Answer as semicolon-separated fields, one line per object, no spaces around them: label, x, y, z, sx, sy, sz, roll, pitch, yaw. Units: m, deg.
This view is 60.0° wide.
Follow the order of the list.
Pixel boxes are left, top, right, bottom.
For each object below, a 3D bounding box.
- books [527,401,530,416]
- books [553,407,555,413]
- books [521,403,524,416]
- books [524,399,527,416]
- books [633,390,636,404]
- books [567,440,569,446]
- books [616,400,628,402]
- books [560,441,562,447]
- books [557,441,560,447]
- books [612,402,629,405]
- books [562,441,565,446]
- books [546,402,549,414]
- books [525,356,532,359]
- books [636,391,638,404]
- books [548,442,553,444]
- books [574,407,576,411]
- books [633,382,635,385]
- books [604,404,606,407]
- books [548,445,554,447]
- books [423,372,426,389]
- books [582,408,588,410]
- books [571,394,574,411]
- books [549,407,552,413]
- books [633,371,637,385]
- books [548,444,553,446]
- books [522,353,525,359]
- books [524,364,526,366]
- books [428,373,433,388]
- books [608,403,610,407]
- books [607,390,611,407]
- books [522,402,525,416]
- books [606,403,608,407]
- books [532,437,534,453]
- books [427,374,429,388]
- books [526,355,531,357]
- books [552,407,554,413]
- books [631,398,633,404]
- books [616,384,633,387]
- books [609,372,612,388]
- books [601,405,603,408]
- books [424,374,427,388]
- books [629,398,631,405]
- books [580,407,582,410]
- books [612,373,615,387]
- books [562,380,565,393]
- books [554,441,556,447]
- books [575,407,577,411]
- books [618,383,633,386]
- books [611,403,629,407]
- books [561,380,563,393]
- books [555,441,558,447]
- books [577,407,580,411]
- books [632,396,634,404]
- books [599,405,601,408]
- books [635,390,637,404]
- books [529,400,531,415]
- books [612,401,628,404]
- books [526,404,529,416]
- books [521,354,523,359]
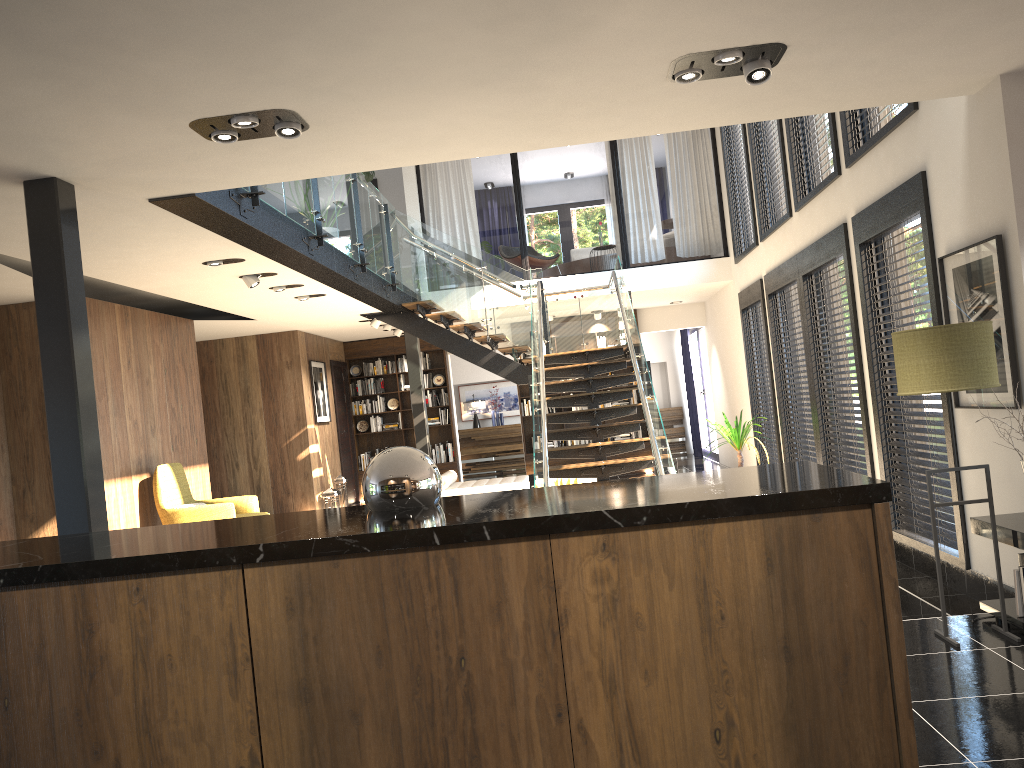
books;0.284;0.405;14.789;0.023;0.245;0.159;-6;-1;4
books;0.704;0.390;14.786;0.022;0.185;0.127;-6;-1;4
books;0.178;0.426;14.808;0.025;0.227;0.156;-6;-1;4
books;0.228;0.392;14.776;0.028;0.282;0.169;-6;-1;4
books;2.014;0.210;14.618;0.026;0.251;0.178;-6;-1;4
books;0.924;0.960;14.717;0.026;0.263;0.156;-6;-1;4
books;1.781;0.281;14.652;0.268;0.022;0.156;-6;-2;0
books;0.811;1.000;14.773;0.023;0.212;0.123;-6;-1;4
books;0.775;0.959;14.755;0.036;0.302;0.186;-6;-1;4
books;1.785;0.325;14.653;0.274;0.022;0.156;-6;-2;1
books;0.856;0.973;14.754;0.075;0.254;0.181;-6;-1;4
books;0.582;0.393;14.768;0.030;0.205;0.170;-6;-1;4
books;0.364;-0.447;14.782;0.268;0.026;0.156;-6;-2;8
books;2.059;0.220;14.654;0.012;0.224;0.097;-6;-1;4
books;0.548;0.992;14.776;0.257;0.024;0.167;-6;-2;4
books;1.029;0.334;14.668;0.023;0.218;0.196;-6;-1;4
books;2.003;-0.087;14.673;0.026;0.219;0.156;-6;-1;4
books;1.531;0.273;14.679;0.025;0.232;0.156;-6;-1;4
books;0.554;1.044;14.771;0.287;0.030;0.176;-6;-2;2
books;-1.482;-0.065;14.909;0.049;0.286;0.259;-6;-1;4
books;1.297;0.403;14.687;0.274;0.025;0.156;-6;-2;1
books;1.001;0.305;14.706;0.030;0.284;0.176;-6;-1;4
books;0.624;0.372;14.746;0.070;0.236;0.206;-6;-1;4
books;2.028;-0.100;14.662;0.028;0.240;0.187;-6;-1;4
books;0.552;1.016;14.786;0.271;0.025;0.156;-6;-2;5
books;0.186;-0.561;14.778;0.028;0.290;0.170;-6;-1;4
books;0.229;-0.229;14.786;0.029;0.254;0.128;-6;-1;4
books;-1.367;-0.059;14.905;0.035;0.251;0.196;-6;-1;4
books;1.584;0.278;14.644;0.026;0.209;0.184;-6;-1;4
books;1.609;0.241;14.653;0.031;0.277;0.168;-6;-1;4
books;0.205;0.418;14.811;0.028;0.237;0.134;-6;-1;4
books;1.558;0.279;14.664;0.029;0.214;0.149;-6;-1;4
books;0.361;1.020;14.801;0.025;0.270;0.156;-6;-1;4
books;-1.405;-0.048;14.923;0.047;0.238;0.225;-6;-1;4
books;0.361;-0.472;14.785;0.273;0.025;0.156;-6;-2;2
books;0.675;0.380;14.745;0.028;0.210;0.169;-6;-1;4
books;1.969;0.235;14.634;0.025;0.212;0.168;-6;-1;4
books;1.866;0.027;14.691;0.266;0.021;0.156;-6;-2;1
books;1.629;-0.067;14.703;0.023;0.261;0.146;-6;-1;4
books;1.479;0.280;14.687;0.037;0.232;0.231;-6;-1;4
books;-1.442;-0.043;14.908;0.025;0.235;0.232;-6;-1;4
books;1.939;0.222;14.625;0.030;0.244;0.176;-6;-1;4
books;1.140;0.302;14.699;0.067;0.261;0.159;-6;-1;4
books;1.680;-0.064;14.714;0.025;0.243;0.119;-6;-1;4
books;0.855;0.009;14.734;0.031;0.272;0.158;-6;-1;4
books;0.711;0.974;14.746;0.030;0.284;0.177;-6;-1;4
books;1.056;0.319;14.698;0.030;0.245;0.166;-6;-1;4
books;1.864;0.006;14.693;0.272;0.021;0.156;-6;-2;2
books;1.787;0.348;14.641;0.288;0.026;0.175;-6;-2;8
books;0.826;0.034;14.738;0.030;0.228;0.176;-6;-1;4
books;0.742;0.958;14.762;0.031;0.310;0.169;-6;-1;4
books;1.087;0.315;14.671;0.036;0.244;0.194;-6;-1;4
books;1.991;0.216;14.641;0.023;0.246;0.147;-6;-1;4
books;1.446;0.268;14.679;0.026;0.263;0.156;-6;-1;4
books;2.040;0.210;14.639;0.022;0.247;0.132;-6;-1;4
books;0.308;0.395;14.769;0.029;0.258;0.181;-6;-1;4
books;1.784;0.303;14.663;0.247;0.022;0.148;-6;-2;5
books;0.260;0.430;14.771;0.028;0.199;0.175;-6;-1;4
books;0.160;-0.529;14.780;0.030;0.231;0.200;-6;-1;4
